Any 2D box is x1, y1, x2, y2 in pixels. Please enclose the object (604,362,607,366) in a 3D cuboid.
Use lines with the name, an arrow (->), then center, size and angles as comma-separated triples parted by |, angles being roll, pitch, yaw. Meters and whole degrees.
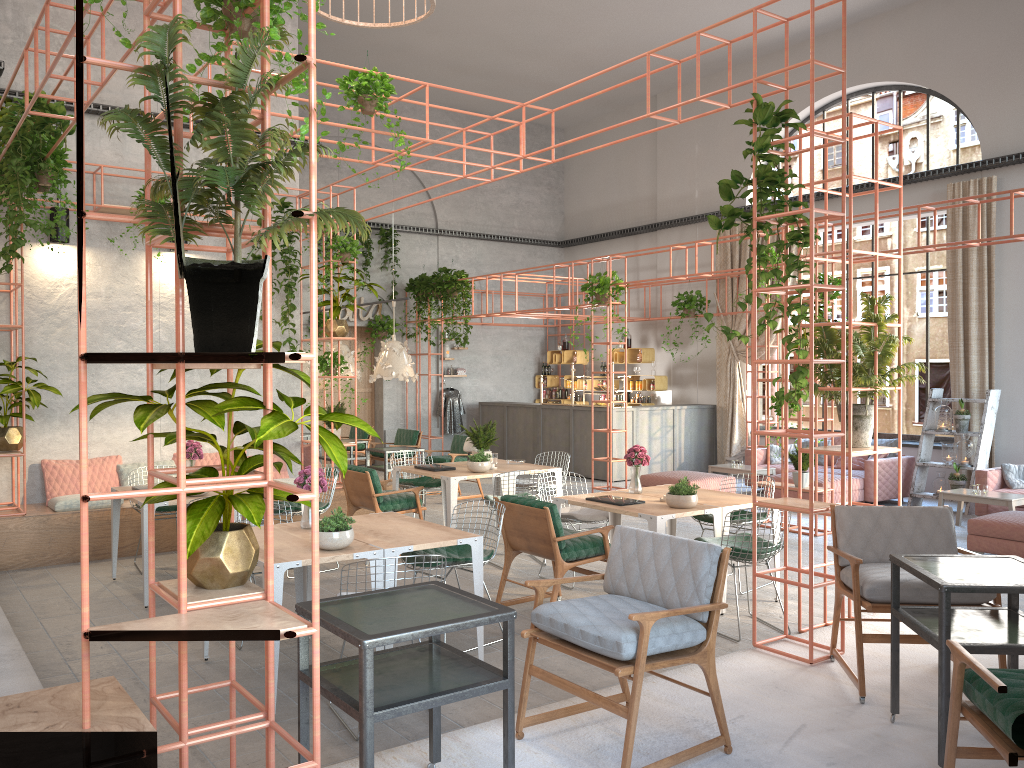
object -> 1.860, -0.318, 17.738 | 0.066, 0.291, 0.066 | -1, 1, -29

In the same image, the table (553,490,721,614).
table -> 0.968, 1.351, 7.043 | 0.694, 0.830, 1.205 | -1, 1, -36

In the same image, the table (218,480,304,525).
table -> -2.397, 1.334, 8.064 | 0.694, 0.830, 1.214 | -1, 1, -36

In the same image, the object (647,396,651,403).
object -> 2.613, 0.296, 16.912 | 0.073, 0.131, 0.073 | -1, 1, -43

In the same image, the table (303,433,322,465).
table -> -3.666, 1.265, 15.235 | 0.635, 0.798, 0.602 | -1, 1, -36

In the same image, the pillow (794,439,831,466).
pillow -> 4.577, 1.042, 13.641 | 0.289, 0.385, 0.666 | -1, 1, -35

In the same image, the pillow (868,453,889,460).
pillow -> 5.156, 1.073, 12.516 | 0.308, 0.349, 0.495 | 0, 1, 14

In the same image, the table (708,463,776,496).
table -> 3.379, 1.445, 13.052 | 0.520, 0.455, 0.916 | -1, 1, -36

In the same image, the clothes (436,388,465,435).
clothes -> -1.230, 0.576, 18.160 | 0.366, 0.997, 0.625 | 0, 1, 35

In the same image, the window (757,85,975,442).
window -> 5.590, -1.916, 14.227 | 0.089, 5.538, 4.127 | -1, 1, -36

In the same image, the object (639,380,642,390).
object -> 2.440, 0.026, 16.772 | 0.069, 0.191, 0.069 | 0, 1, -18

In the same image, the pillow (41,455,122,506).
pillow -> -4.547, 1.016, 9.457 | 0.276, 0.474, 0.839 | 1, 1, 45

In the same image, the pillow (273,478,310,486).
pillow -> -2.679, 1.184, 10.274 | 0.637, 0.149, 0.491 | -1, 1, -35

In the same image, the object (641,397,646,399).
object -> 2.507, 0.308, 16.927 | 0.115, 0.107, 0.115 | -1, 1, -30

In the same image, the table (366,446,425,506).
table -> -1.625, 1.301, 12.380 | 0.635, 0.798, 0.602 | -1, 1, -36

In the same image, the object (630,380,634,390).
object -> 2.292, 0.024, 16.978 | 0.069, 0.191, 0.069 | -1, 1, -24

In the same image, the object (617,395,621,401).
object -> 2.091, 0.233, 17.283 | 0.082, 0.246, 0.082 | 0, 1, -3

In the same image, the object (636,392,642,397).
object -> 2.423, 0.203, 16.942 | 0.115, 0.107, 0.115 | 0, 1, 21

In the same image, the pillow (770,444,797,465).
pillow -> 4.196, 1.093, 13.660 | 0.500, 0.324, 0.307 | 0, 1, 0

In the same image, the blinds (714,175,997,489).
blinds -> 5.099, -0.675, 14.034 | 0.414, 4.389, 4.957 | -1, 1, -34

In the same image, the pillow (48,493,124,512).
pillow -> -4.360, 1.207, 9.073 | 0.637, 0.149, 0.491 | -1, 1, -35

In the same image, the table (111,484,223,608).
table -> -2.961, 1.342, 7.656 | 0.694, 0.830, 1.205 | -1, 1, -36

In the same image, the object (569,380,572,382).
object -> 1.224, 0.005, 18.473 | 0.069, 0.191, 0.069 | 0, 1, 6

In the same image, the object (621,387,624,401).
object -> 2.143, 0.212, 17.219 | 0.066, 0.291, 0.066 | 1, 1, 39

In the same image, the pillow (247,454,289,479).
pillow -> -2.968, 1.042, 10.559 | 0.666, 0.385, 0.289 | -1, 1, -40

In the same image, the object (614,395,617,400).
object -> 2.036, 0.232, 17.368 | 0.072, 0.248, 0.094 | -1, 1, -36

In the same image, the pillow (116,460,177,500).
pillow -> -4.011, 1.057, 9.814 | 0.666, 0.385, 0.289 | -1, 1, -40

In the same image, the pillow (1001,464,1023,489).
pillow -> 6.251, 1.129, 10.784 | 0.500, 0.324, 0.307 | 0, 1, 0

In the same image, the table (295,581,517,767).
table -> -0.400, 1.230, 3.310 | 0.635, 0.798, 0.602 | -1, 1, -36

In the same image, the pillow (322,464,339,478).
pillow -> -2.448, 1.161, 11.816 | 0.491, 0.149, 0.637 | -1, 1, -35

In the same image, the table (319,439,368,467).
table -> -2.645, 1.283, 13.808 | 0.635, 0.798, 0.602 | -1, 1, -36

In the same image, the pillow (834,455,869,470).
pillow -> 4.938, 1.087, 12.915 | 0.479, 0.317, 0.441 | 0, 1, 36

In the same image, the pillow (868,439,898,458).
pillow -> 5.225, 1.020, 12.973 | 0.273, 0.476, 0.836 | -1, 1, -35

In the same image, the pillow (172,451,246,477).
pillow -> -3.479, 1.002, 10.167 | 0.839, 0.474, 0.276 | 0, 1, -15

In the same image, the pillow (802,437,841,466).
pillow -> 4.707, 1.008, 13.717 | 0.276, 0.474, 0.839 | -1, 1, -35

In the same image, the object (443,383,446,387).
object -> -1.396, 0.004, 18.112 | 0.093, 0.121, 0.049 | -1, 1, -33

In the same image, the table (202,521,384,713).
table -> -1.371, 1.370, 5.431 | 0.694, 0.830, 1.205 | -1, 1, -36

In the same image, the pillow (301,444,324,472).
pillow -> -2.730, 0.981, 11.480 | 0.839, 0.474, 0.276 | 1, 1, 45

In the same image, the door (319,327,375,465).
door -> -3.462, 0.238, 17.576 | 1.360, 2.729, 0.551 | -1, 1, -36

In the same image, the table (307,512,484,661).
table -> -0.808, 1.362, 5.838 | 0.694, 0.830, 1.214 | -1, 1, -36

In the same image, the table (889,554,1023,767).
table -> 2.070, 1.213, 3.904 | 0.602, 0.798, 0.635 | 0, 1, 4

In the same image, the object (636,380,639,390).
object -> 2.387, 0.025, 16.845 | 0.069, 0.191, 0.069 | 0, 1, 0

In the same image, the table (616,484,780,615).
table -> 1.533, 1.343, 7.451 | 0.694, 0.830, 1.214 | -1, 1, -36

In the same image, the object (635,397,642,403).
object -> 2.406, 0.309, 16.855 | 0.115, 0.107, 0.115 | 0, 1, 21

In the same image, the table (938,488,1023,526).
table -> 5.434, 1.485, 10.176 | 0.520, 0.455, 0.916 | -1, 1, -36

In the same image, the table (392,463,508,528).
table -> -0.664, 1.310, 9.297 | 0.694, 0.830, 1.205 | -1, 1, -36

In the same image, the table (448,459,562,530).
table -> -0.100, 1.302, 9.706 | 0.694, 0.830, 1.214 | -1, 1, -36

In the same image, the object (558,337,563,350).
object -> 1.061, -0.863, 19.010 | 0.134, 0.301, 0.134 | 1, 1, 43

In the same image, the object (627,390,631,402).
object -> 2.278, 0.212, 17.326 | 0.074, 0.287, 0.072 | 0, 1, -4

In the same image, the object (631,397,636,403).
object -> 2.331, 0.308, 16.960 | 0.115, 0.107, 0.115 | -1, 1, -38

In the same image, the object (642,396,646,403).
object -> 2.500, 0.297, 16.824 | 0.073, 0.131, 0.073 | -1, 1, -43

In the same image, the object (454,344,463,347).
object -> -1.088, -0.802, 18.267 | 0.263, 0.101, 0.013 | -1, 1, -36

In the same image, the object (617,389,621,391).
object -> 2.096, 0.231, 17.409 | 0.072, 0.248, 0.094 | -1, 1, -36
